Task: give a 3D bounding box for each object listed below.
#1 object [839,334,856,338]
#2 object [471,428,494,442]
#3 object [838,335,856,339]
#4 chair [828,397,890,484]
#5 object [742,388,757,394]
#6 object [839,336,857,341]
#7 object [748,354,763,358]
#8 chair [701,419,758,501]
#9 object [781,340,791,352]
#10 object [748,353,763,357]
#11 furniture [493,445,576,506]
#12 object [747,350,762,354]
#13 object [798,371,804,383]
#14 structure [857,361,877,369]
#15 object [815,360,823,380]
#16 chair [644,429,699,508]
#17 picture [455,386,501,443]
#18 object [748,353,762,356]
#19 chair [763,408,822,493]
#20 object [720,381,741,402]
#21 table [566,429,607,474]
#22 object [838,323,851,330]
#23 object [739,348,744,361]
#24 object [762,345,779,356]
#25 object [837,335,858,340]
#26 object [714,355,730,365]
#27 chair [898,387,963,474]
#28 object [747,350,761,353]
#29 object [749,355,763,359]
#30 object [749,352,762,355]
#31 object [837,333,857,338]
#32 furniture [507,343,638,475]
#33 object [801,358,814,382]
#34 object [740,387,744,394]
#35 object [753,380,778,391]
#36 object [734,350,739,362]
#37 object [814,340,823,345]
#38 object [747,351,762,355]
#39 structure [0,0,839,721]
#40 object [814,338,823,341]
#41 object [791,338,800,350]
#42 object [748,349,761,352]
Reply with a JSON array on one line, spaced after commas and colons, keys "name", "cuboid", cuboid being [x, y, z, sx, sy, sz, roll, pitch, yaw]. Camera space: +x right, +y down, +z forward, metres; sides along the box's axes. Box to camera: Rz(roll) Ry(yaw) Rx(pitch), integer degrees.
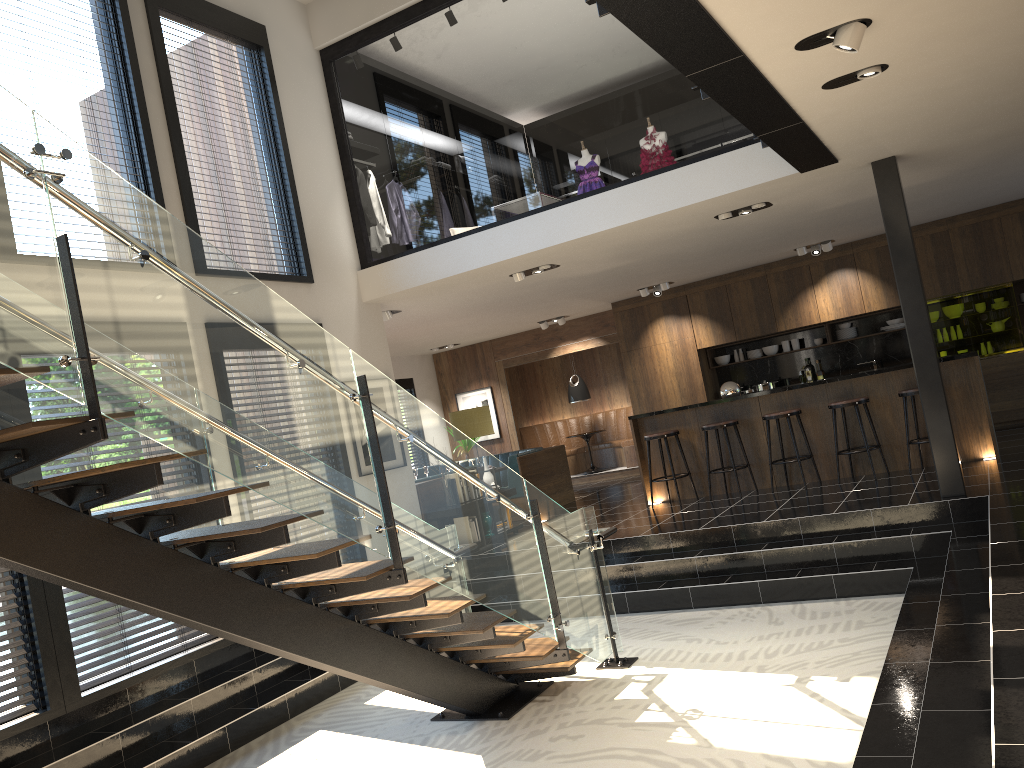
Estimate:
[{"name": "object", "cuboid": [4.687, -0.659, 12.398, 0.269, 0.024, 0.269, -10, -3, -23]}, {"name": "object", "cuboid": [-0.621, 1.308, 15.042, 0.817, 1.381, 0.956, -11, -2, -14]}, {"name": "object", "cuboid": [4.690, -0.649, 12.398, 0.269, 0.024, 0.269, -10, -3, -23]}, {"name": "chair", "cuboid": [3.428, 0.554, 8.836, 0.413, 0.799, 0.412, -13, -2, 38]}, {"name": "object", "cuboid": [3.443, 0.126, 12.800, 0.210, 0.143, 0.195, -11, -2, -14]}, {"name": "object", "cuboid": [4.693, -0.632, 12.397, 0.269, 0.024, 0.269, -10, -3, -23]}, {"name": "object", "cuboid": [3.553, -0.397, 12.934, 0.221, 0.033, 0.220, -12, -3, 25]}, {"name": "chair", "cuboid": [2.291, 0.804, 9.462, 0.413, 0.799, 0.412, -13, -2, 38]}, {"name": "object", "cuboid": [3.929, -0.537, 12.706, 0.109, 0.161, 0.109, -11, -2, 11]}, {"name": "object", "cuboid": [3.551, -0.409, 12.935, 0.221, 0.033, 0.220, -12, -3, 25]}, {"name": "furniture", "cuboid": [-0.649, 1.483, 12.194, 2.612, 0.822, 1.364, -12, -3, 28]}, {"name": "object", "cuboid": [3.542, -0.451, 12.936, 0.221, 0.033, 0.220, -12, -3, 25]}, {"name": "object", "cuboid": [4.161, -0.044, 12.736, 0.058, 0.287, 0.057, -13, -2, 41]}, {"name": "structure", "cuboid": [4.800, -0.175, 11.955, 0.243, 0.231, 0.173, -12, -2, 28]}, {"name": "object", "cuboid": [4.379, -0.147, 12.625, 0.077, 0.394, 0.077, -11, -2, -20]}, {"name": "chair", "cuboid": [1.723, 0.929, 9.775, 0.413, 0.799, 0.412, -13, -2, 38]}, {"name": "picture", "cuboid": [-0.600, 0.556, 15.516, 0.749, 0.911, 0.028, -12, -2, 28]}, {"name": "object", "cuboid": [3.549, -0.419, 12.935, 0.221, 0.033, 0.220, -12, -3, 25]}, {"name": "chair", "cuboid": [2.860, 0.679, 9.149, 0.413, 0.799, 0.412, -13, -2, 38]}, {"name": "object", "cuboid": [2.381, 0.085, 9.656, 0.227, 0.228, 0.227, -11, -2, -11]}, {"name": "table", "cuboid": [1.305, 1.142, 14.859, 0.702, 0.643, 0.702, -11, -2, 3]}, {"name": "object", "cuboid": [4.657, -0.798, 12.403, 0.168, 0.087, 0.168, -9, -3, -42]}, {"name": "object", "cuboid": [3.372, -0.427, 13.038, 0.060, 0.185, 0.060, -11, -2, -3]}, {"name": "object", "cuboid": [3.751, -0.478, 12.832, 0.233, 0.138, 0.234, -9, -3, -42]}, {"name": "object", "cuboid": [4.691, -0.640, 12.398, 0.269, 0.024, 0.269, -10, -3, -23]}, {"name": "object", "cuboid": [3.135, -0.345, 13.171, 0.234, 0.138, 0.233, -12, -3, 31]}, {"name": "chair", "cuboid": [3.997, 0.428, 8.523, 0.413, 0.799, 0.412, -13, -2, 38]}, {"name": "object", "cuboid": [3.540, -0.464, 12.936, 0.221, 0.033, 0.220, -12, -3, 25]}, {"name": "object", "cuboid": [3.556, -0.384, 12.934, 0.221, 0.033, 0.220, -12, -3, 25]}, {"name": "object", "cuboid": [3.546, -0.431, 12.935, 0.221, 0.033, 0.220, -12, -3, 25]}, {"name": "object", "cuboid": [4.686, -0.667, 12.398, 0.269, 0.024, 0.269, -10, -3, -23]}, {"name": "furniture", "cuboid": [1.363, 0.320, 15.293, 2.641, 2.334, 1.173, -12, -2, 28]}, {"name": "object", "cuboid": [4.234, -0.144, 12.694, 0.133, 0.451, 0.116, -12, -2, 28]}, {"name": "object", "cuboid": [3.258, 0.132, 13.003, 0.255, 0.218, 0.236, -11, -2, -14]}, {"name": "object", "cuboid": [3.604, 0.055, 12.577, 0.300, 0.218, 0.279, -10, -2, -29]}, {"name": "object", "cuboid": [3.307, -0.413, 13.074, 0.060, 0.185, 0.060, -10, -2, -30]}, {"name": "object", "cuboid": [4.332, -0.579, 12.514, 0.122, 0.072, 0.122, -9, -3, -36]}, {"name": "object", "cuboid": [3.544, -0.442, 12.936, 0.221, 0.033, 0.220, -12, -3, 25]}, {"name": "structure", "cuboid": [-0.255, -0.032, 4.141, 3.451, 4.866, 7.274, -12, -2, 27]}, {"name": "object", "cuboid": [4.328, -0.603, 12.515, 0.122, 0.072, 0.122, -9, -3, -36]}, {"name": "object", "cuboid": [4.044, -0.563, 12.643, 0.110, 0.161, 0.109, -13, -3, 41]}, {"name": "object", "cuboid": [3.538, -0.476, 12.937, 0.221, 0.033, 0.220, -12, -3, 25]}]
